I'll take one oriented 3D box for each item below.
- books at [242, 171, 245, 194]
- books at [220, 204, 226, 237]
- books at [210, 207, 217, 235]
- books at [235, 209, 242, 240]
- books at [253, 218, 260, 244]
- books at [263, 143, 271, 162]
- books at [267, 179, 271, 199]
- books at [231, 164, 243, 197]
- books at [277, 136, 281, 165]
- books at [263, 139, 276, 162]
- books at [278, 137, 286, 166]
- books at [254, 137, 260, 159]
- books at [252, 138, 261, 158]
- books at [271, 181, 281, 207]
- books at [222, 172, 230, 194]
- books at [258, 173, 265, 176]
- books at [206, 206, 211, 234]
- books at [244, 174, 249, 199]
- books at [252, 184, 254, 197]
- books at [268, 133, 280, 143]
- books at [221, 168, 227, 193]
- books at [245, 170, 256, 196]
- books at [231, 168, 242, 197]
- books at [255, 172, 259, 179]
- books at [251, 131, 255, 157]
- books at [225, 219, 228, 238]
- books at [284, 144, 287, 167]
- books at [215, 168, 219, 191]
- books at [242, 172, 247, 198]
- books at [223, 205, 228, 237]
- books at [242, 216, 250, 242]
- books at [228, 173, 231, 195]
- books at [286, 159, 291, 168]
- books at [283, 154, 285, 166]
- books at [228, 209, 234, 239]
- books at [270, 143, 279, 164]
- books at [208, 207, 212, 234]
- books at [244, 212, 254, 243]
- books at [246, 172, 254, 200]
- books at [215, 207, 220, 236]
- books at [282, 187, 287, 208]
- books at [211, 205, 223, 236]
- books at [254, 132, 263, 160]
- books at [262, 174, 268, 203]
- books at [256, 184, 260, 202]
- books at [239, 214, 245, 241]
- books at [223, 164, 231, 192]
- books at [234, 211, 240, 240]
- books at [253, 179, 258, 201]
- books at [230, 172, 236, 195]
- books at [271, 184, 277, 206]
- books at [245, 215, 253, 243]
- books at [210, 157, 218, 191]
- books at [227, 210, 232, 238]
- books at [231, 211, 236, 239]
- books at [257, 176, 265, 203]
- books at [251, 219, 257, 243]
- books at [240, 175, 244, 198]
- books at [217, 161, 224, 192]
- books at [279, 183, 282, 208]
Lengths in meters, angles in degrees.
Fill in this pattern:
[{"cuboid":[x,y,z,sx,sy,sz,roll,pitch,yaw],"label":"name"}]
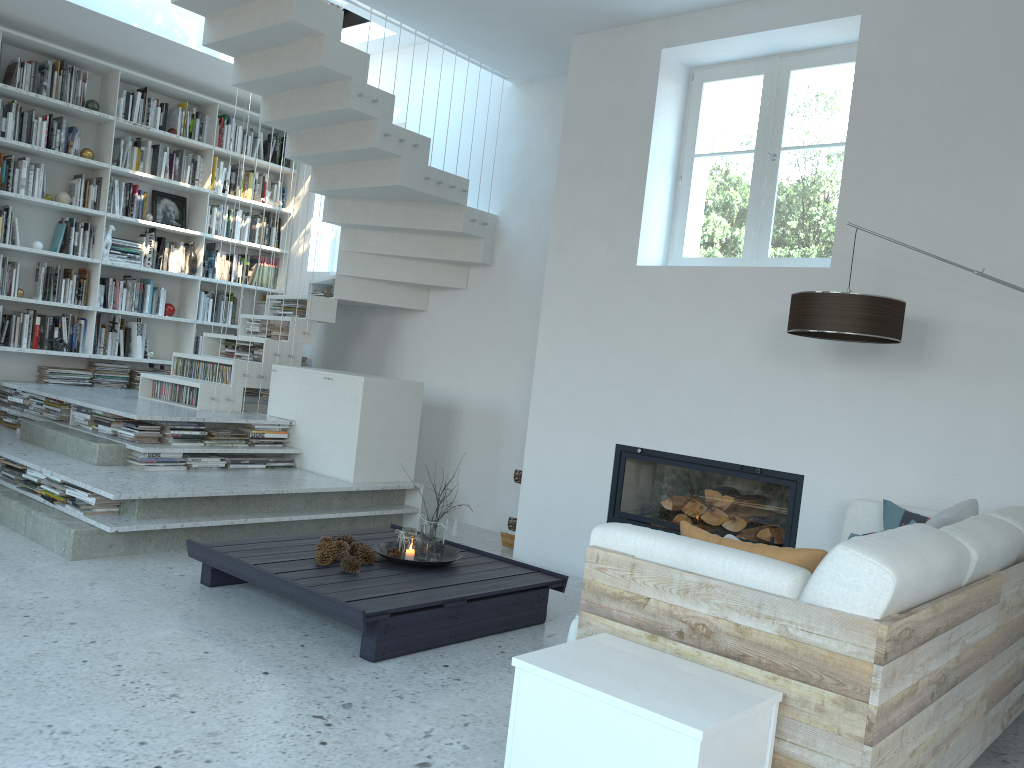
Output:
[{"cuboid":[-2.412,-1.747,7.806,0.144,0.242,0.022,8,2,40],"label":"books"},{"cuboid":[-2.576,-1.424,7.784,0.162,0.297,0.022,8,2,40],"label":"books"},{"cuboid":[-2.627,-1.403,7.692,0.182,0.248,0.023,8,2,41],"label":"books"},{"cuboid":[-2.473,-1.407,7.891,0.166,0.284,0.030,8,2,40],"label":"books"},{"cuboid":[-2.354,-1.380,8.048,0.160,0.252,0.025,8,2,41],"label":"books"},{"cuboid":[-2.251,-2.077,8.027,0.186,0.193,0.024,8,2,41],"label":"books"},{"cuboid":[-2.256,-1.739,8.093,0.154,0.254,0.070,8,2,41],"label":"books"},{"cuboid":[-2.425,-1.775,7.772,0.152,0.296,0.022,8,2,40],"label":"books"},{"cuboid":[-2.178,-2.120,8.142,0.139,0.292,0.012,8,2,40],"label":"books"},{"cuboid":[-2.231,-2.103,8.072,0.160,0.247,0.068,8,2,41],"label":"books"},{"cuboid":[-2.147,-2.114,8.132,0.189,0.286,0.014,8,2,40],"label":"books"},{"cuboid":[-2.322,-2.106,7.985,0.131,0.236,0.010,8,2,40],"label":"books"},{"cuboid":[-2.336,-2.095,7.951,0.162,0.212,0.057,8,2,41],"label":"books"},{"cuboid":[-2.200,-1.736,8.170,0.163,0.258,0.029,8,2,41],"label":"books"},{"cuboid":[-2.510,-1.731,7.668,0.189,0.193,0.024,8,2,41],"label":"books"},{"cuboid":[-2.306,-1.765,8.054,0.151,0.294,0.011,8,2,40],"label":"books"},{"cuboid":[-2.667,-1.411,7.669,0.160,0.254,0.012,8,2,40],"label":"books"},{"cuboid":[-2.387,-1.734,7.823,0.174,0.222,0.013,8,2,41],"label":"books"},{"cuboid":[-2.373,-1.734,7.948,0.171,0.220,0.023,8,2,41],"label":"books"},{"cuboid":[-2.196,-2.133,8.113,0.161,0.313,0.014,8,2,40],"label":"books"},{"cuboid":[-2.537,-1.749,7.644,0.161,0.224,0.049,8,2,41],"label":"books"},{"cuboid":[-2.364,-1.771,7.965,0.165,0.295,0.010,8,2,40],"label":"books"},{"cuboid":[-2.439,-1.755,7.753,0.189,0.254,0.023,8,2,41],"label":"books"},{"cuboid":[-2.354,-1.763,7.996,0.153,0.281,0.024,8,2,40],"label":"books"},{"cuboid":[-2.359,-2.123,7.926,0.143,0.263,0.015,8,2,40],"label":"books"},{"cuboid":[-2.561,-1.363,7.815,0.156,0.179,0.027,8,2,41],"label":"books"},{"cuboid":[-2.130,-2.093,8.182,0.184,0.248,0.014,8,2,41],"label":"books"},{"cuboid":[-2.576,-1.744,7.595,0.165,0.205,0.024,8,2,41],"label":"books"},{"cuboid":[-2.402,-1.744,7.819,0.165,0.238,0.012,8,2,41],"label":"books"},{"cuboid":[-2.556,-1.419,7.790,0.165,0.293,0.012,8,2,40],"label":"books"},{"cuboid":[-2.420,-1.382,7.947,0.177,0.245,0.045,8,2,41],"label":"books"},{"cuboid":[-2.517,-1.736,7.746,0.170,0.199,0.038,8,2,41],"label":"books"},{"cuboid":[-2.108,-2.085,8.188,0.187,0.237,0.025,8,2,41],"label":"books"},{"cuboid":[-2.147,-2.062,8.161,0.161,0.183,0.036,8,2,41],"label":"books"},{"cuboid":[-2.527,-1.406,7.840,0.152,0.271,0.025,8,2,40],"label":"books"},{"cuboid":[-2.192,-2.083,8.090,0.192,0.216,0.012,8,2,41],"label":"books"},{"cuboid":[-2.664,-1.409,7.692,0.160,0.250,0.026,8,2,41],"label":"books"},{"cuboid":[-2.394,-1.404,8.014,0.132,0.292,0.024,8,2,40],"label":"books"},{"cuboid":[-2.385,-1.744,7.858,0.247,0.242,0.042,8,2,41],"label":"books"},{"cuboid":[-2.612,-1.406,7.727,0.173,0.256,0.026,8,2,41],"label":"books"},{"cuboid":[-2.150,-1.710,8.204,0.170,0.216,0.011,8,2,41],"label":"books"},{"cuboid":[-2.587,-1.418,7.733,0.185,0.285,0.014,8,2,40],"label":"books"},{"cuboid":[-2.296,-2.124,8.008,0.131,0.277,0.069,8,2,41],"label":"books"},{"cuboid":[-2.287,-1.759,8.060,0.162,0.287,0.023,8,2,40],"label":"books"},{"cuboid":[-2.340,-1.712,8.019,0.156,0.183,0.034,8,2,41],"label":"books"},{"cuboid":[-2.454,-1.390,7.939,0.160,0.254,0.012,8,2,40],"label":"books"},{"cuboid":[-2.503,-1.766,7.695,0.158,0.263,0.023,8,2,40],"label":"books"},{"cuboid":[-2.488,-1.398,7.869,0.172,0.263,0.022,8,2,41],"label":"books"},{"cuboid":[-2.351,-1.728,7.966,0.186,0.213,0.013,8,2,41],"label":"books"},{"cuboid":[-2.471,-1.737,7.747,0.134,0.211,0.025,8,2,41],"label":"books"},{"cuboid":[-2.226,-1.716,8.127,0.180,0.213,0.023,8,2,41],"label":"books"},{"cuboid":[-2.402,-1.387,7.977,0.183,0.258,0.023,8,2,41],"label":"books"},{"cuboid":[-2.581,-1.789,7.581,0.183,0.294,0.010,8,2,40],"label":"books"},{"cuboid":[-2.533,-1.401,7.820,0.158,0.260,0.013,8,2,40],"label":"books"},{"cuboid":[-2.505,-1.398,7.853,0.156,0.259,0.024,8,2,40],"label":"books"},{"cuboid":[-2.303,-1.747,8.027,0.160,0.261,0.022,8,2,40],"label":"books"},{"cuboid":[-2.380,-1.375,8.035,0.145,0.237,0.028,8,2,41],"label":"books"},{"cuboid":[-2.421,-1.730,7.789,0.184,0.206,0.014,8,2,41],"label":"books"},{"cuboid":[-2.550,-1.770,7.608,0.189,0.263,0.026,8,2,41],"label":"books"},{"cuboid":[-2.178,-1.728,8.196,0.160,0.246,0.040,8,2,41],"label":"books"}]
